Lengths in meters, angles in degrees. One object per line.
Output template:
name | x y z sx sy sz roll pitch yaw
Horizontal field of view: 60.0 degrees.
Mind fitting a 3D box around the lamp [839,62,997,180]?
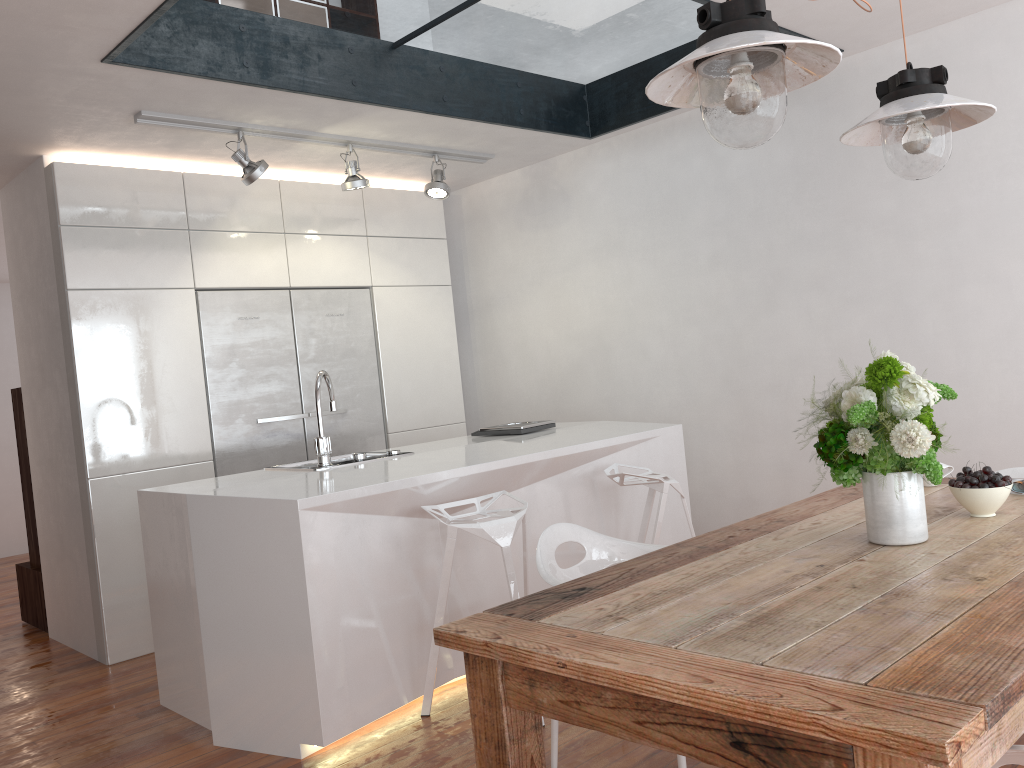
lamp | 1.048 -0.685 2.307 0.372 0.306 0.372 -6 1 8

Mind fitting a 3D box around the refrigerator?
refrigerator | -1.186 0.355 5.106 1.119 1.811 0.142 -7 1 -43

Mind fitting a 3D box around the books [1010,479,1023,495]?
books | 1.491 0.279 2.520 0.218 0.035 0.267 -6 1 -29

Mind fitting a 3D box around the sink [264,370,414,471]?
sink | -0.763 0.222 3.852 0.492 0.570 0.459 -7 1 -43

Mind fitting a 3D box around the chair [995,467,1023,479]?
chair | 1.613 0.657 2.841 0.577 0.710 0.505 -5 1 42

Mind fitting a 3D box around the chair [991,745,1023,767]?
chair | 1.073 0.734 1.412 0.577 0.710 0.505 -7 1 -38

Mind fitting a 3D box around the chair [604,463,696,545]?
chair | 0.644 0.719 3.760 0.428 0.765 0.492 -6 1 2

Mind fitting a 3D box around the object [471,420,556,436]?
object | 0.008 0.225 4.519 0.325 0.036 0.298 -5 1 37

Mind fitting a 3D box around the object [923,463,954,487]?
object | 1.301 0.273 2.749 0.127 0.078 0.082 -7 1 -38

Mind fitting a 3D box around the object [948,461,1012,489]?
object | 1.181 0.242 2.240 0.141 0.095 0.159 -5 1 32

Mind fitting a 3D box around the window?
window | -0.035 -1.636 3.631 2.700 0.035 1.546 -7 1 -43

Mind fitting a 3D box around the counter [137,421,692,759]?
counter | -0.274 0.741 3.928 2.289 0.903 0.956 -7 1 -43

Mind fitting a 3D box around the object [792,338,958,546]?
object | 0.840 0.130 2.069 0.371 0.476 0.432 -6 1 -2

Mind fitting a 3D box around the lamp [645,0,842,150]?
lamp | 0.447 -0.614 1.736 0.372 0.306 0.372 -5 1 41

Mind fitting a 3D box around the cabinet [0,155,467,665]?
cabinet | -1.533 0.042 5.432 2.404 2.506 0.946 -7 1 -43

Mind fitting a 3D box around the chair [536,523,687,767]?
chair | 0.371 0.787 2.712 0.505 0.710 0.577 -5 1 37

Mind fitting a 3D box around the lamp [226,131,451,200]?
lamp | -0.853 -1.116 4.595 1.324 0.254 0.154 -7 1 -43

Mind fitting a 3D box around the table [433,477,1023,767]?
table | 0.902 0.733 2.045 1.910 0.735 0.969 -7 1 -43

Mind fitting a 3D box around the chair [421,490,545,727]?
chair | -0.057 0.799 3.192 0.492 0.765 0.428 -6 1 -33

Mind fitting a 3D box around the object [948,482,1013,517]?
object | 1.186 0.292 2.240 0.146 0.079 0.146 -6 1 -35
